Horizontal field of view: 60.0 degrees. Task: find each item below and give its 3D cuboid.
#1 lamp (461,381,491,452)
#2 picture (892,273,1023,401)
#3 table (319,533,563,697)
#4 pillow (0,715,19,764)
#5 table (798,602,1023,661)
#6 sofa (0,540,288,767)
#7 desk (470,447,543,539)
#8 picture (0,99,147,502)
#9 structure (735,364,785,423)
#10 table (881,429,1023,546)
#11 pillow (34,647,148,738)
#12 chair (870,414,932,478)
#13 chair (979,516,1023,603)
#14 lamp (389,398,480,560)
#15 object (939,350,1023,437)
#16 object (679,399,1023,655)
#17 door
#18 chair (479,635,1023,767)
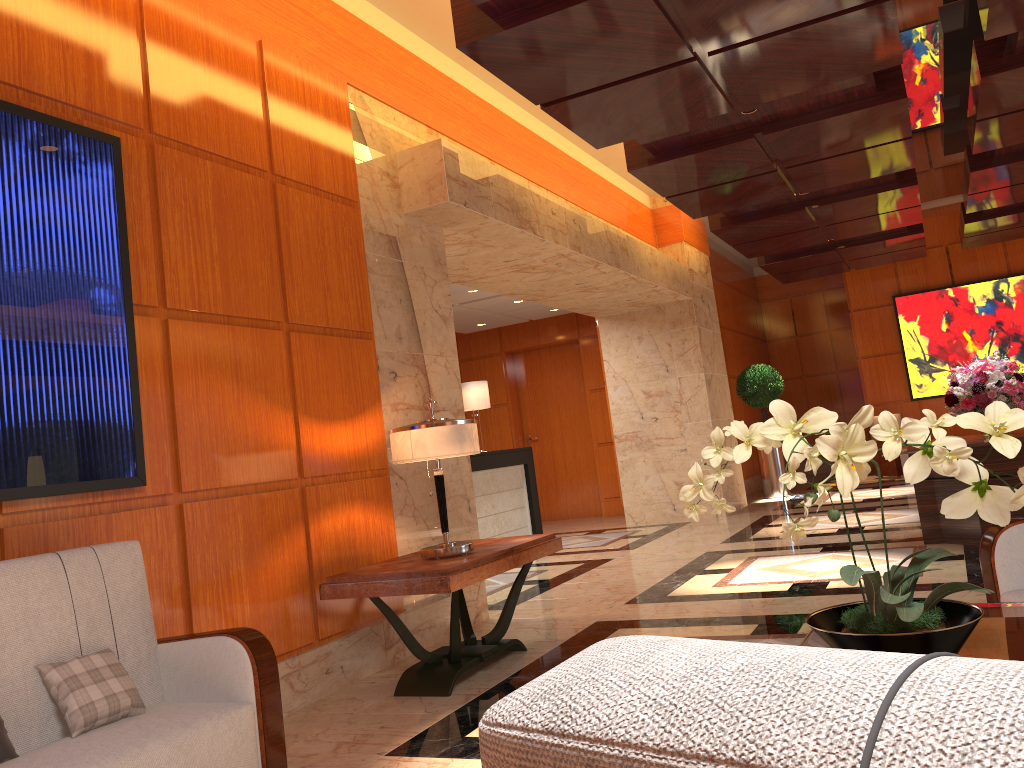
[{"bbox_3d":[-0.423,0.395,10.335,0.373,0.824,0.370,-2,-8,-39],"label":"lamp"},{"bbox_3d":[7.227,-0.728,13.994,1.991,1.744,0.056,-10,-7,25],"label":"picture"},{"bbox_3d":[-0.286,1.184,4.592,0.723,0.609,1.268,-10,-6,26],"label":"table"},{"bbox_3d":[-1.544,0.951,2.403,0.160,0.254,0.357,-10,-6,22],"label":"pillow"},{"bbox_3d":[0.928,0.860,1.807,0.720,0.498,1.558,-10,-6,28],"label":"table"},{"bbox_3d":[-1.469,0.979,2.387,0.611,0.936,1.796,-10,-6,26],"label":"sofa"},{"bbox_3d":[-0.747,1.361,9.463,0.939,1.146,2.922,-10,-6,26],"label":"desk"},{"bbox_3d":[-2.010,-0.326,2.738,0.056,1.459,1.993,-11,-6,26],"label":"picture"},{"bbox_3d":[3.732,0.535,13.062,0.721,1.720,0.719,-8,-7,3],"label":"structure"},{"bbox_3d":[3.795,0.770,6.781,1.596,0.748,1.598,-10,-6,25],"label":"table"},{"bbox_3d":[-1.315,0.968,2.788,0.201,0.231,0.273,-10,-6,28],"label":"pillow"},{"bbox_3d":[6.023,0.941,13.769,0.738,0.965,0.625,-6,-6,-16],"label":"chair"},{"bbox_3d":[2.017,0.567,2.948,0.628,0.965,0.735,-8,-6,4],"label":"chair"},{"bbox_3d":[-0.372,0.472,4.526,0.457,0.814,0.458,-12,-8,34],"label":"lamp"},{"bbox_3d":[3.700,0.074,6.848,0.648,0.661,0.678,-9,-6,17],"label":"object"},{"bbox_3d":[0.756,0.316,1.791,0.788,0.620,0.416,-8,-6,3],"label":"object"},{"bbox_3d":[0.686,0.736,13.601,1.282,2.709,0.340,-10,-7,25],"label":"door"},{"bbox_3d":[0.444,0.560,0.400,0.629,0.965,0.734,-1,-9,-45],"label":"chair"}]
